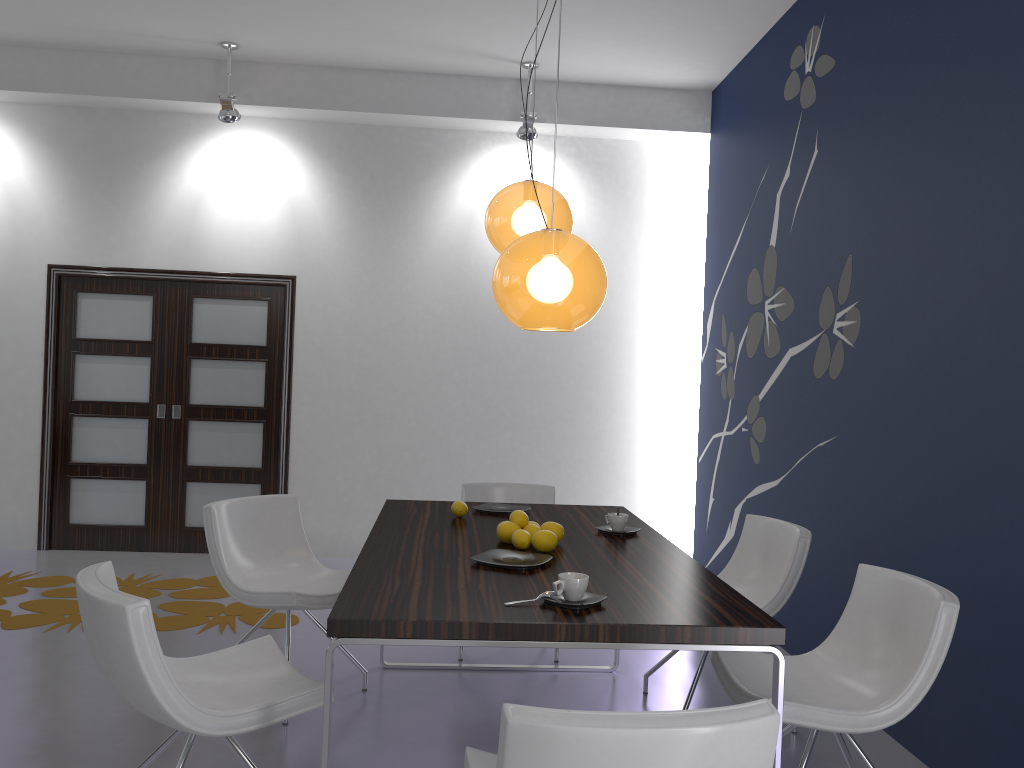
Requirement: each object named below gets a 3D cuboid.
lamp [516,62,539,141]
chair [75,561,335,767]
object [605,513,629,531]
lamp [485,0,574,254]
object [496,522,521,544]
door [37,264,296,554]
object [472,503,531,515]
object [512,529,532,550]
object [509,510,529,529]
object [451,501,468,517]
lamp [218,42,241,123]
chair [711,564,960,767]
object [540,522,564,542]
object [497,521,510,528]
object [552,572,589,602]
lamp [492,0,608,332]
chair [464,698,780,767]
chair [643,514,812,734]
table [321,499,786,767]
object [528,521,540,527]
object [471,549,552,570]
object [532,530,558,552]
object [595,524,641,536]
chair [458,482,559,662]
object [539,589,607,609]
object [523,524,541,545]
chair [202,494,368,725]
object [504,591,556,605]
[{"bbox_3d":[0.114,-1.908,6.039,0.150,0.511,0.185,2,0,-4],"label":"lamp"},{"bbox_3d":[-0.879,0.920,2.466,0.620,0.805,0.508,2,0,-34],"label":"chair"},{"bbox_3d":[0.407,0.545,3.492,0.101,0.064,0.081,2,0,21],"label":"object"},{"bbox_3d":[0.096,-1.325,3.569,0.359,1.645,0.358,2,0,7],"label":"lamp"},{"bbox_3d":[-0.008,0.530,3.151,0.094,0.080,0.076,2,0,-3],"label":"object"},{"bbox_3d":[-2.509,0.200,6.548,1.764,2.061,0.220,2,0,-4],"label":"door"},{"bbox_3d":[-0.047,0.555,3.933,0.232,0.020,0.232,2,0,24],"label":"object"},{"bbox_3d":[0.034,0.538,3.065,0.070,0.068,0.083,2,0,0],"label":"object"},{"bbox_3d":[0.025,0.491,3.207,0.070,0.068,0.083,2,0,0],"label":"object"},{"bbox_3d":[-0.220,0.523,3.714,0.070,0.068,0.083,2,0,0],"label":"object"},{"bbox_3d":[-1.879,-1.986,5.894,0.150,0.511,0.185,2,0,-4],"label":"lamp"},{"bbox_3d":[0.975,0.992,2.706,0.620,0.805,0.508,2,0,-4],"label":"chair"},{"bbox_3d":[0.145,0.537,3.206,0.094,0.077,0.079,3,0,40],"label":"object"},{"bbox_3d":[-0.018,0.534,3.242,0.083,0.068,0.070,2,0,-35],"label":"object"},{"bbox_3d":[0.159,0.542,2.350,0.081,0.064,0.101,2,0,22],"label":"object"},{"bbox_3d":[0.150,-1.153,2.754,0.358,1.974,0.359,2,0,1],"label":"lamp"},{"bbox_3d":[0.183,0.966,1.791,0.508,0.805,0.620,2,0,-9],"label":"chair"},{"bbox_3d":[0.900,0.982,3.744,0.620,0.805,0.508,2,0,-9],"label":"chair"},{"bbox_3d":[0.030,0.963,3.180,1.127,0.783,2.046,2,0,-4],"label":"table"},{"bbox_3d":[0.067,0.538,3.248,0.083,0.068,0.070,2,0,-35],"label":"object"},{"bbox_3d":[-0.001,0.564,2.843,0.232,0.020,0.232,2,0,24],"label":"object"},{"bbox_3d":[0.111,0.537,3.029,0.094,0.077,0.079,2,0,-30],"label":"object"},{"bbox_3d":[0.415,0.576,3.488,0.154,0.020,0.154,3,0,41],"label":"object"},{"bbox_3d":[-0.019,0.940,4.566,0.508,0.805,0.620,2,0,-4],"label":"chair"},{"bbox_3d":[0.161,0.573,2.360,0.154,0.020,0.154,3,0,42],"label":"object"},{"bbox_3d":[0.074,0.537,3.166,0.069,0.071,0.081,2,0,-27],"label":"object"},{"bbox_3d":[-0.963,0.908,3.764,0.620,0.805,0.508,2,0,31],"label":"chair"},{"bbox_3d":[0.052,0.562,2.331,0.155,0.028,0.032,2,0,-23],"label":"object"}]
